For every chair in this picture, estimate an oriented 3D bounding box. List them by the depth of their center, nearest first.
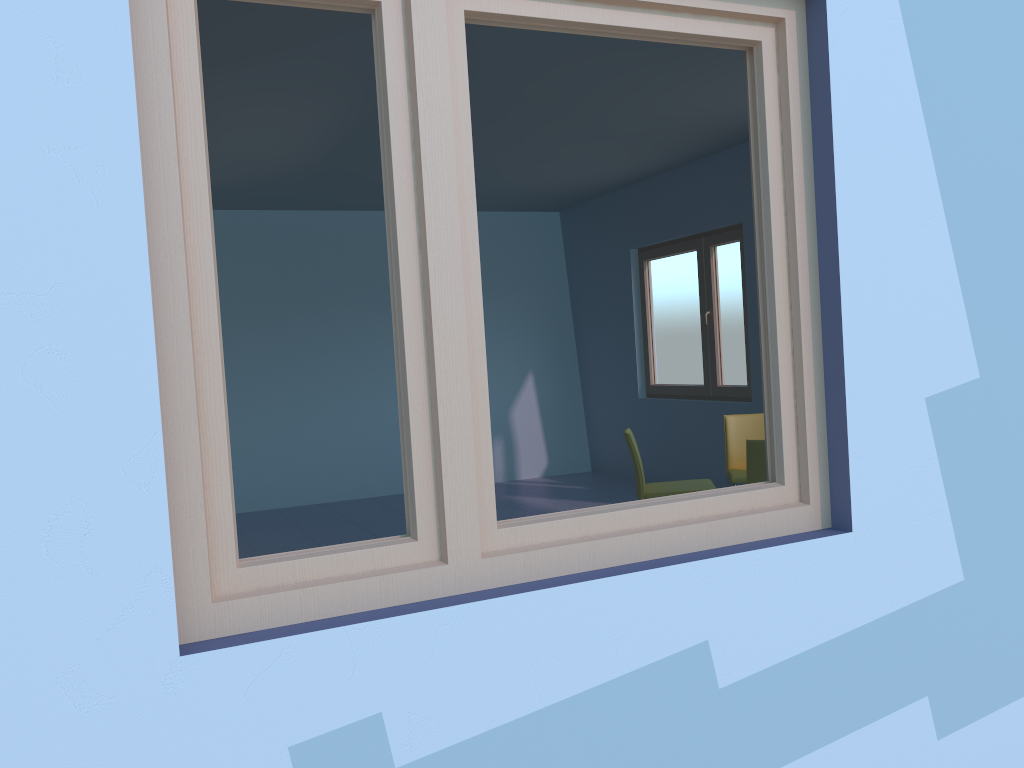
[{"bbox_3d":[1.333,0.588,4.349,0.387,0.699,0.484,-3,2,12],"label":"chair"},{"bbox_3d":[0.883,0.593,4.935,0.484,0.695,0.387,-3,2,7],"label":"chair"},{"bbox_3d":[1.491,0.540,5.337,0.387,0.695,0.484,-3,2,7],"label":"chair"}]

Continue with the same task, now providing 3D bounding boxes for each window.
[{"bbox_3d":[0.025,-0.233,1.871,1.475,1.263,0.142,-5,2,-24],"label":"window"},{"bbox_3d":[1.403,-0.506,6.866,0.142,1.263,1.475,-5,2,-24],"label":"window"}]
